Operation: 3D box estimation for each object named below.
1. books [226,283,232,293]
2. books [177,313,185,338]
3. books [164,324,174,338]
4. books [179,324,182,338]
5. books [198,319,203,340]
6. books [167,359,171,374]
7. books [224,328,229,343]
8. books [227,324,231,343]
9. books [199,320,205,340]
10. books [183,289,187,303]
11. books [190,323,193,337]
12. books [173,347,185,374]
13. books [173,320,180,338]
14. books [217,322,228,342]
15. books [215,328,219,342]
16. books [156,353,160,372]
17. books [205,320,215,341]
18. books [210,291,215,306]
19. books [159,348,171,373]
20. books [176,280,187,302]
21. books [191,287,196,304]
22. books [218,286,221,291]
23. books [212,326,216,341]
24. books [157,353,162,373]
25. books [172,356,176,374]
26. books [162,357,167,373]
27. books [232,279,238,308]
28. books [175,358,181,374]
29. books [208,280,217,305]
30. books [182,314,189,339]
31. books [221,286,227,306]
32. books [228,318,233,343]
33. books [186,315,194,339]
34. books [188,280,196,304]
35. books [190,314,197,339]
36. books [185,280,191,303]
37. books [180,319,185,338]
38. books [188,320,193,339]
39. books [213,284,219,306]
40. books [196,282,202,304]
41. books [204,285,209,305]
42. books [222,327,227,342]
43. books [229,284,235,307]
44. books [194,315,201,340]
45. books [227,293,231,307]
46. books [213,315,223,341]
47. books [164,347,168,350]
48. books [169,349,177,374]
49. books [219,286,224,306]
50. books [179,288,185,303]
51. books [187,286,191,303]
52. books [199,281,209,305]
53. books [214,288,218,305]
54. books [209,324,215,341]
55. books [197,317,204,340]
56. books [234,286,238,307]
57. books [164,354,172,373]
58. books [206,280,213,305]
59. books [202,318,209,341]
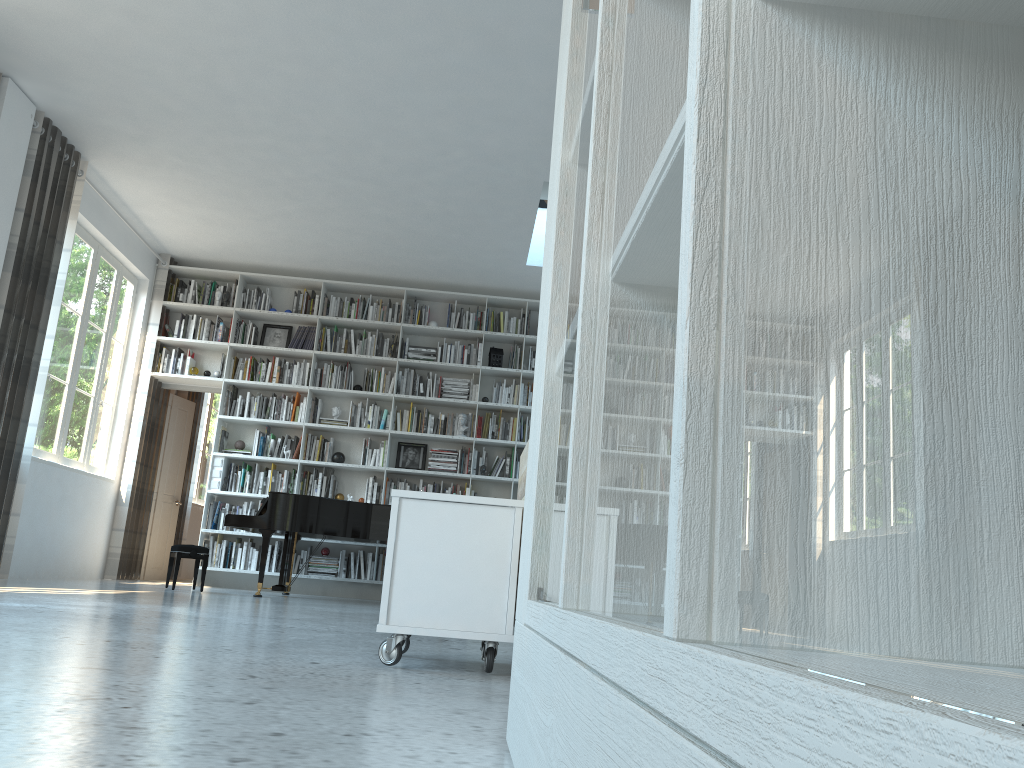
[{"bbox_3d":[-2.935,-0.875,9.151,0.013,0.291,0.155,5,-12,-2],"label":"books"},{"bbox_3d":[-3.372,-0.559,9.054,0.011,0.296,0.163,5,-12,-2],"label":"books"},{"bbox_3d":[-3.478,-0.508,9.046,0.121,0.175,0.130,5,-12,-2],"label":"books"},{"bbox_3d":[-3.360,-0.504,9.056,0.024,0.192,0.138,5,-12,-2],"label":"books"},{"bbox_3d":[-3.161,-0.519,9.046,0.012,0.248,0.192,5,-12,-2],"label":"books"},{"bbox_3d":[-3.449,-0.149,8.979,0.029,0.184,0.135,5,-12,-2],"label":"books"},{"bbox_3d":[-2.900,-0.463,9.058,0.026,0.187,0.154,5,-12,-2],"label":"books"},{"bbox_3d":[-2.879,-0.482,9.077,0.014,0.235,0.144,5,-12,-2],"label":"books"},{"bbox_3d":[-3.144,-0.515,9.047,0.021,0.243,0.174,5,-12,-2],"label":"books"},{"bbox_3d":[-3.341,-0.865,9.127,0.031,0.195,0.145,5,-12,-2],"label":"books"},{"bbox_3d":[-3.244,-0.506,9.044,0.010,0.208,0.165,5,-12,-2],"label":"books"},{"bbox_3d":[-3.365,-0.204,8.957,0.013,0.296,0.187,5,-12,-2],"label":"books"},{"bbox_3d":[-3.398,-0.523,9.043,0.034,0.217,0.166,5,-12,-2],"label":"books"},{"bbox_3d":[-2.954,-0.492,9.046,0.029,0.228,0.191,5,-12,-2],"label":"books"},{"bbox_3d":[-2.987,-0.467,9.062,0.031,0.182,0.151,5,-12,-2],"label":"books"},{"bbox_3d":[-3.554,-0.185,8.954,0.013,0.227,0.179,5,-12,-2],"label":"books"},{"bbox_3d":[-3.082,-0.513,9.047,0.030,0.250,0.166,5,-12,-2],"label":"books"},{"bbox_3d":[-3.064,-0.838,9.124,0.024,0.187,0.160,5,-12,-2],"label":"books"},{"bbox_3d":[-3.508,-0.207,8.963,0.023,0.281,0.171,5,-12,-2],"label":"books"},{"bbox_3d":[-3.393,-0.911,9.107,0.025,0.268,0.177,5,-12,-2],"label":"books"},{"bbox_3d":[-3.248,-0.868,9.105,0.030,0.206,0.176,5,-12,-2],"label":"books"},{"bbox_3d":[-3.003,-0.862,9.125,0.025,0.243,0.168,5,-12,-2],"label":"books"},{"bbox_3d":[-3.029,-0.476,9.070,0.029,0.197,0.144,5,-12,-2],"label":"books"},{"bbox_3d":[-3.541,-0.181,8.955,0.013,0.221,0.163,5,-12,-2],"label":"books"},{"bbox_3d":[-3.399,-0.158,8.985,0.023,0.213,0.141,5,-12,-2],"label":"books"},{"bbox_3d":[-3.486,-0.162,8.963,0.029,0.196,0.161,5,-12,-2],"label":"books"},{"bbox_3d":[-2.846,-0.892,9.147,0.014,0.337,0.168,5,-12,-2],"label":"books"},{"bbox_3d":[-3.351,-0.149,8.960,0.024,0.192,0.181,5,-12,-2],"label":"books"},{"bbox_3d":[-3.085,-0.900,9.147,0.029,0.314,0.129,5,-12,-2],"label":"books"},{"bbox_3d":[-3.309,-0.550,9.037,0.023,0.282,0.186,5,-12,-2],"label":"books"},{"bbox_3d":[-2.955,-0.864,9.135,0.027,0.258,0.147,5,-12,-2],"label":"books"},{"bbox_3d":[-2.862,-0.512,9.072,0.014,0.293,0.173,5,-12,-2],"label":"books"},{"bbox_3d":[-3.284,-0.546,9.061,0.028,0.287,0.133,5,-12,-2],"label":"books"},{"bbox_3d":[-3.274,-0.906,9.122,0.028,0.283,0.190,5,-12,-2],"label":"books"},{"bbox_3d":[-3.225,-0.545,9.037,0.021,0.285,0.179,5,-12,-2],"label":"books"},{"bbox_3d":[-3.317,-0.908,9.121,0.010,0.280,0.161,5,-12,-2],"label":"books"},{"bbox_3d":[-3.334,-0.525,9.035,0.022,0.227,0.172,5,-12,-2],"label":"books"},{"bbox_3d":[-3.261,-0.520,9.056,0.024,0.238,0.156,5,-12,-2],"label":"books"},{"bbox_3d":[-3.042,-0.878,9.141,0.013,0.274,0.159,5,-12,-2],"label":"books"},{"bbox_3d":[-3.211,-0.893,9.107,0.057,0.262,0.191,5,-12,-2],"label":"books"},{"bbox_3d":[-3.131,-0.876,9.143,0.030,0.257,0.130,5,-12,-2],"label":"books"},{"bbox_3d":[-2.928,-0.467,9.072,0.029,0.195,0.146,5,-12,-2],"label":"books"},{"bbox_3d":[-2.866,-0.868,9.146,0.022,0.286,0.175,5,-12,-2],"label":"books"},{"bbox_3d":[-3.197,-0.541,9.058,0.037,0.291,0.156,5,-12,-2],"label":"books"},{"bbox_3d":[-2.895,-0.821,9.135,0.028,0.184,0.168,5,-12,-2],"label":"books"},{"bbox_3d":[-3.003,-0.531,9.058,0.012,0.302,0.189,5,-12,-2],"label":"books"},{"bbox_3d":[-3.526,-0.214,8.986,0.013,0.302,0.135,5,-12,-2],"label":"books"},{"bbox_3d":[-3.418,-0.197,8.974,0.022,0.281,0.157,5,-12,-2],"label":"books"},{"bbox_3d":[-2.980,-0.863,9.137,0.021,0.253,0.179,5,-12,-2],"label":"books"},{"bbox_3d":[-3.370,-0.868,9.101,0.028,0.186,0.182,5,-12,-2],"label":"books"},{"bbox_3d":[-3.302,-0.878,9.124,0.024,0.226,0.158,5,-12,-2],"label":"books"},{"bbox_3d":[-3.164,-0.895,9.126,0.039,0.282,0.182,5,-12,-2],"label":"books"},{"bbox_3d":[-3.027,-0.853,9.135,0.021,0.226,0.156,5,-12,-2],"label":"books"},{"bbox_3d":[-3.056,-0.488,9.062,0.028,0.211,0.139,5,-12,-2],"label":"books"},{"bbox_3d":[-3.172,-0.530,9.048,0.013,0.268,0.162,5,-12,-2],"label":"books"},{"bbox_3d":[-2.803,-0.853,9.110,0.024,0.251,0.235,5,-12,-2],"label":"books"},{"bbox_3d":[-3.465,-0.173,8.958,0.010,0.219,0.181,5,-12,-2],"label":"books"},{"bbox_3d":[-3.107,-0.899,9.135,0.014,0.303,0.146,5,-12,-2],"label":"books"},{"bbox_3d":[-3.109,-0.520,9.048,0.025,0.260,0.167,5,-12,-2],"label":"books"}]
